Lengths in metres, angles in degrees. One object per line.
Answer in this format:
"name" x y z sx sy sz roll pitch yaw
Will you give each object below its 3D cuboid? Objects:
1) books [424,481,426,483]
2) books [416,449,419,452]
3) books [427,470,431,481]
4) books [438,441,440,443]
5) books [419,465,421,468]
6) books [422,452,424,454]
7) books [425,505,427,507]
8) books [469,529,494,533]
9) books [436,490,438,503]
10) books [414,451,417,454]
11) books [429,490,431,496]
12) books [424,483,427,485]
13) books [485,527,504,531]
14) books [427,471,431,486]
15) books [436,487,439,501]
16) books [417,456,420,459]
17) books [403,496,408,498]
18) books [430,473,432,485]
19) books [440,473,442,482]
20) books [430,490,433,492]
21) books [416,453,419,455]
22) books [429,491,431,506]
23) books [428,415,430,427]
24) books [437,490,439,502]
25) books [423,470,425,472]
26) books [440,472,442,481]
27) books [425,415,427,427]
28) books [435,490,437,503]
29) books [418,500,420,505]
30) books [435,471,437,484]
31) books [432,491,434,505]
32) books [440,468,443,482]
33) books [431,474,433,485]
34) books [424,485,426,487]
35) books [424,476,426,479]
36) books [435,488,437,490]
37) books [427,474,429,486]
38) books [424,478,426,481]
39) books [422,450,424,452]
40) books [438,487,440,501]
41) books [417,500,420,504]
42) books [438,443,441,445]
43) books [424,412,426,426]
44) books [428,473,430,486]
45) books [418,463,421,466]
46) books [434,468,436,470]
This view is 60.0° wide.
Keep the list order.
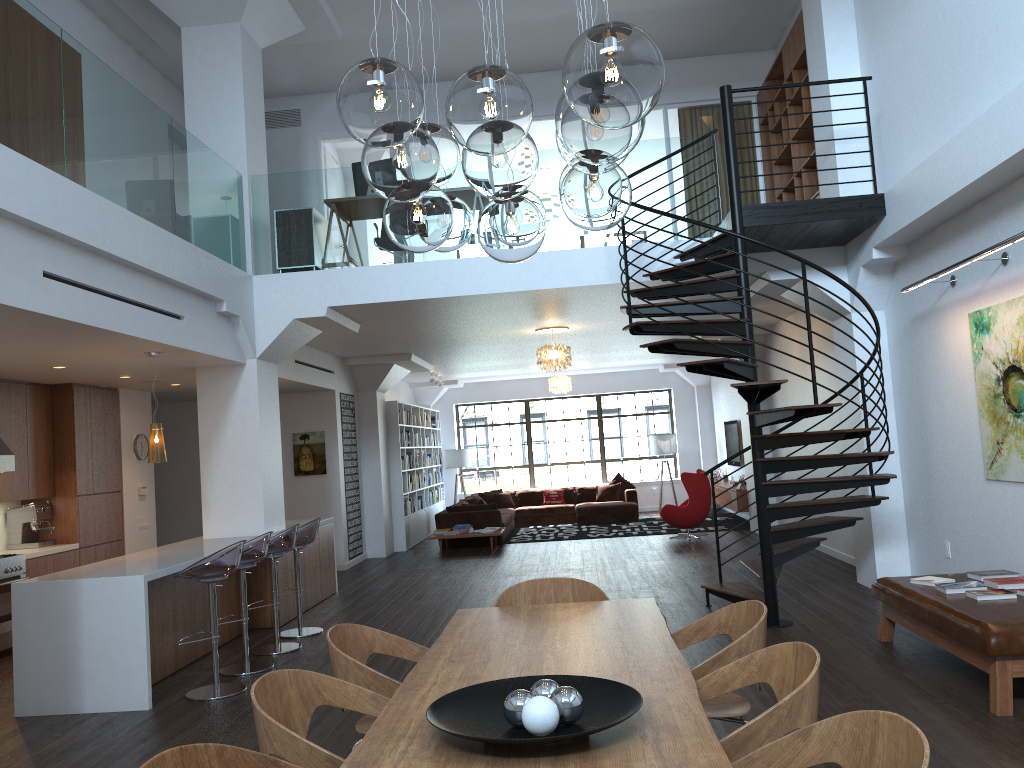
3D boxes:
"books" -1.739 1.836 16.572 0.259 0.040 0.180 -4 -4 4
"books" -1.783 1.218 16.160 0.129 0.043 0.185 -5 -4 18
"books" -1.667 1.822 17.158 0.176 0.293 0.125 -4 -4 4
"books" -1.649 1.225 18.518 0.254 0.032 0.174 -7 -5 39
"books" -1.766 1.505 16.118 0.171 0.039 0.246 -4 -4 4
"books" -1.758 1.285 16.485 0.223 0.031 0.161 -4 -4 4
"books" -1.741 2.277 16.485 0.284 0.035 0.197 -4 -4 4
"books" -0.472 2.249 13.556 0.342 0.040 0.231 -8 -6 44
"books" -1.590 2.261 17.798 0.183 0.253 0.037 -4 -4 4
"books" -1.802 1.224 15.751 0.174 0.045 0.240 -4 -4 3
"books" -1.645 2.192 17.028 0.176 0.290 0.053 -4 -4 3
"books" -1.733 1.873 16.544 0.251 0.037 0.160 -5 -4 9
"books" -0.294 2.261 13.888 0.256 0.035 0.350 -6 -5 29
"books" -1.676 1.819 17.096 0.197 0.290 0.136 -4 -4 4
"books" -1.566 2.250 17.968 0.140 0.298 0.044 -4 -4 4
"books" -1.782 1.341 16.133 0.183 0.042 0.253 -4 -4 4
"books" -1.831 1.850 14.453 0.223 0.027 0.161 -5 -4 13
"books" -1.654 1.852 17.244 0.174 0.242 0.105 -4 -4 4
"books" -1.560 1.952 18.496 0.161 0.213 0.118 -4 -4 4
"books" -1.628 2.210 17.299 0.176 0.290 0.036 -4 -4 3
"books" -1.806 1.280 16.169 0.223 0.027 0.161 -3 -4 -7
"books" -1.660 2.188 16.918 0.198 0.284 0.066 -4 -4 3
"books" -1.720 0.743 17.519 0.183 0.253 0.034 -4 -4 4
"books" -1.586 2.273 17.917 0.189 0.247 0.057 -4 -4 4
"books" -1.727 1.630 16.556 0.185 0.041 0.129 -5 -4 18
"books" -1.562 1.958 18.547 0.161 0.213 0.146 -4 -4 4
"books" -1.739 0.730 17.268 0.171 0.246 0.057 -4 -4 4
"books" -1.600 2.252 17.653 0.183 0.253 0.037 -4 -4 4
"books" -1.715 2.173 15.869 0.122 0.169 0.023 -4 -4 4
"books" -1.610 1.894 17.946 0.183 0.253 0.042 -4 -4 4
"books" -1.620 2.226 17.263 0.183 0.253 0.034 -4 -4 3
"books" -1.556 1.924 18.651 0.176 0.290 0.053 -4 -4 4
"books" -1.641 1.871 17.369 0.161 0.222 0.084 -4 -4 4
"books" -1.729 1.910 16.539 0.246 0.038 0.171 -4 -4 4
"books" -1.736 1.751 16.555 0.253 0.040 0.183 -4 -4 4
"books" -1.604 2.252 17.858 0.198 0.284 0.066 -4 -4 4
"books" -1.675 1.828 16.904 0.174 0.243 0.085 -4 -4 4
"books" -1.728 1.792 16.560 0.231 0.044 0.168 -4 -4 -1
"books" -1.760 1.256 16.495 0.224 0.030 0.161 -5 -4 14
"books" -1.572 2.270 18.187 0.176 0.290 0.053 -4 -4 4
"books" -1.713 2.173 15.897 0.126 0.173 0.032 -4 -4 4
"books" -1.648 1.259 18.521 0.284 0.033 0.197 -5 -4 19
"books" -1.756 0.700 17.144 0.176 0.290 0.053 -4 -4 4
"books" -1.665 1.830 16.990 0.182 0.253 0.098 -4 -4 4
"books" -1.771 1.466 16.119 0.160 0.039 0.251 -5 -4 9
"books" -1.650 1.708 17.682 0.224 0.030 0.161 -5 -4 14
